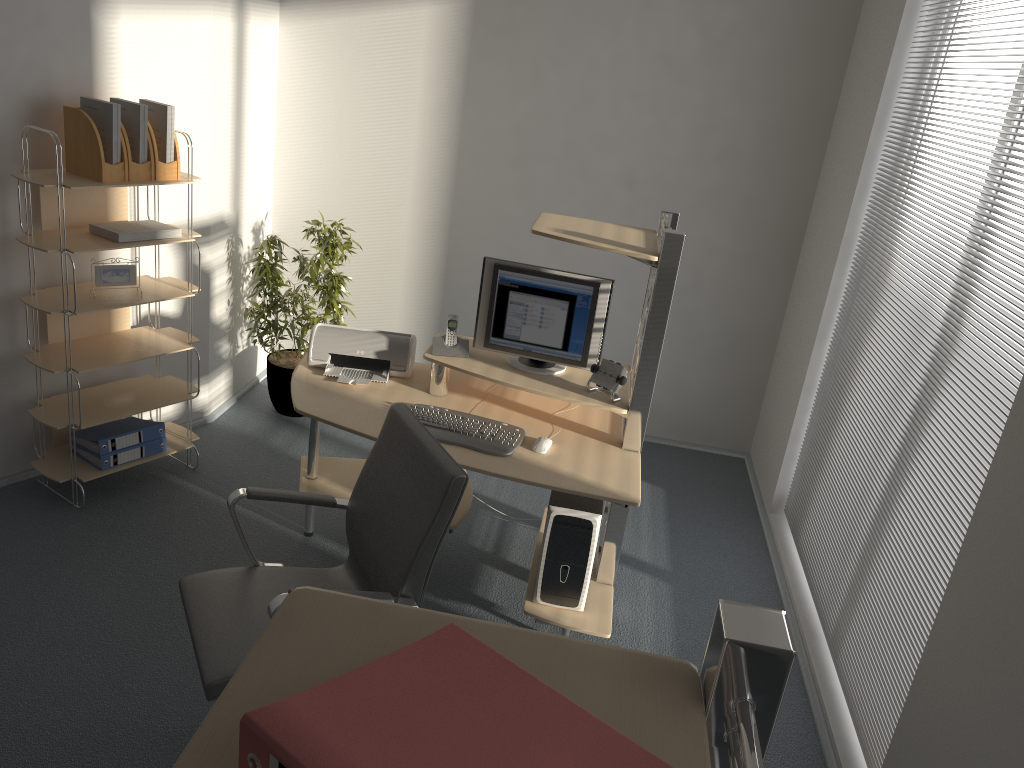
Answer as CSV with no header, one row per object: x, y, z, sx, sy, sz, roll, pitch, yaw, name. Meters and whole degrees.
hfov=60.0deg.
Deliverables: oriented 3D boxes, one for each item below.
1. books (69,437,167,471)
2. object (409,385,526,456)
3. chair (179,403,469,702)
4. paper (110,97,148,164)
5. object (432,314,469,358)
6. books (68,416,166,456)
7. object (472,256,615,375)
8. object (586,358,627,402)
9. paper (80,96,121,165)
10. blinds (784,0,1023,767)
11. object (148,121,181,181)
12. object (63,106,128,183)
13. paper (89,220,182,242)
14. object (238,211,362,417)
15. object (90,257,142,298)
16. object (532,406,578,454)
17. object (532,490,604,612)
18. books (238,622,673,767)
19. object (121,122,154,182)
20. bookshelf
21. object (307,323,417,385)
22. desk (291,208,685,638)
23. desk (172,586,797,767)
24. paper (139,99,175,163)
-1.794,0.274,4.043,0.262,0.072,0.320,21,24,31,books
-0.125,0.103,3.560,0.478,0.082,0.814,13,21,12,object
-0.572,0.646,2.526,0.652,1.048,0.584,-3,23,-27,chair
-1.577,-1.008,3.646,0.213,0.297,0.045,21,24,30,paper
-0.247,-0.203,3.622,0.150,0.151,0.119,5,21,-9,object
-1.795,0.220,4.029,0.263,0.100,0.320,21,24,31,books
0.138,-0.272,3.567,0.516,0.418,0.245,15,22,18,object
0.368,-0.019,3.389,0.154,0.135,0.093,26,27,38,object
-1.646,-0.980,3.547,0.213,0.297,0.045,20,24,28,paper
1.442,-0.308,3.088,0.037,2.749,1.950,10,21,5,blinds
-1.515,-1.010,3.731,0.243,0.259,0.113,22,25,33,object
-1.659,-0.957,3.536,0.243,0.259,0.113,20,24,28,object
-1.603,-0.655,3.784,0.213,0.046,0.297,21,24,30,paper
-1.138,-0.369,4.862,0.544,1.147,0.644,21,24,31,object
-1.680,-0.457,3.763,0.192,0.161,0.077,-8,26,-36,object
0.214,0.148,3.559,0.168,0.088,0.742,11,21,7,object
0.230,0.581,3.489,0.199,0.422,0.471,10,21,5,object
-0.025,0.334,0.752,0.320,0.072,0.262,23,25,34,books
-1.590,-0.985,3.636,0.243,0.259,0.113,21,24,30,object
-1.717,-0.298,3.845,0.381,1.572,0.724,21,24,30,bookshelf
-0.633,-0.123,3.701,0.438,0.162,0.351,7,21,-3,object
-0.219,0.065,3.451,1.469,1.566,0.967,10,21,5,desk
-0.593,1.005,0.846,1.469,1.566,0.967,10,21,5,desk
-1.501,-1.033,3.741,0.213,0.297,0.045,22,25,33,paper
